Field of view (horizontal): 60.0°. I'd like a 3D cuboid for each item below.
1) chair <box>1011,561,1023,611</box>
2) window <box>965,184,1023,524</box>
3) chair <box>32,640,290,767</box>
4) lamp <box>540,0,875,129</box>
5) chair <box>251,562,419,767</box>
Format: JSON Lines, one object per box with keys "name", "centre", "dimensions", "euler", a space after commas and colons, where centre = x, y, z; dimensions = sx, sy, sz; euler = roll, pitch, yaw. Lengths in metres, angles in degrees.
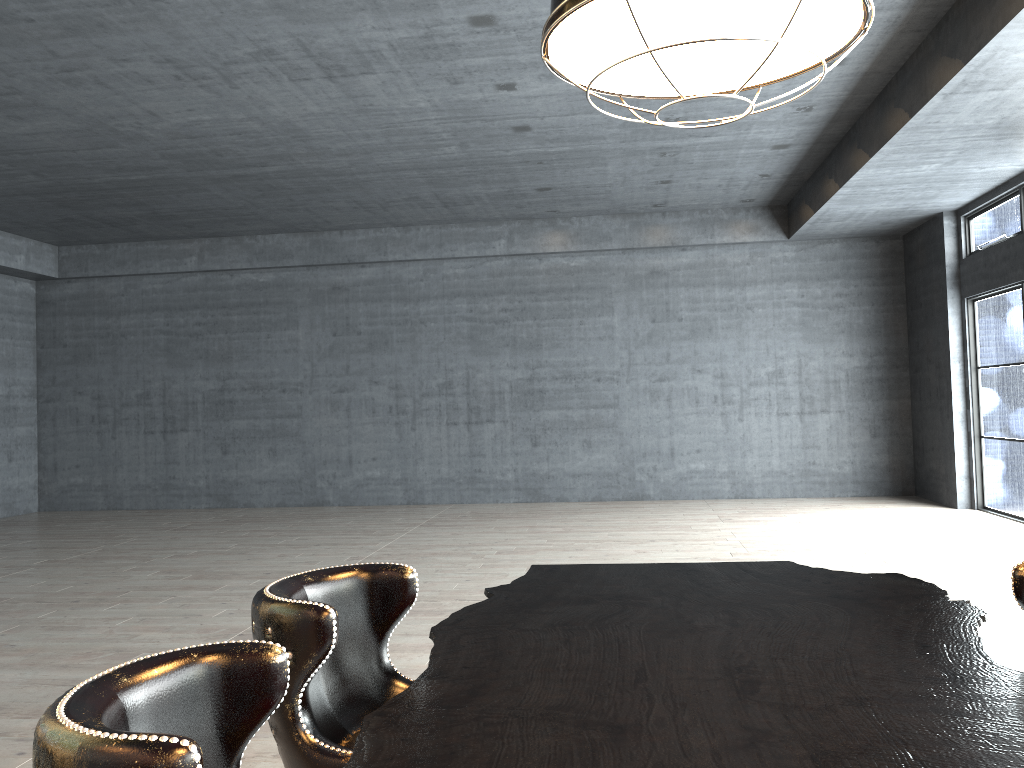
{"name": "chair", "centre": [1.157, 0.940, 1.791], "dimensions": [0.568, 1.093, 0.504], "euler": [-2, -2, -1]}
{"name": "window", "centre": [4.568, -0.498, 0.897], "dimensions": [0.120, 3.731, 20.789], "euler": [-2, -2, 7]}
{"name": "chair", "centre": [-0.361, 0.975, 1.281], "dimensions": [0.568, 1.093, 0.504], "euler": [-2, -2, -1]}
{"name": "lamp", "centre": [0.334, -1.671, 1.751], "dimensions": [0.621, 2.303, 0.621], "euler": [0, -3, -38]}
{"name": "chair", "centre": [-0.279, 0.991, 1.996], "dimensions": [0.568, 1.093, 0.504], "euler": [-2, -2, 16]}
